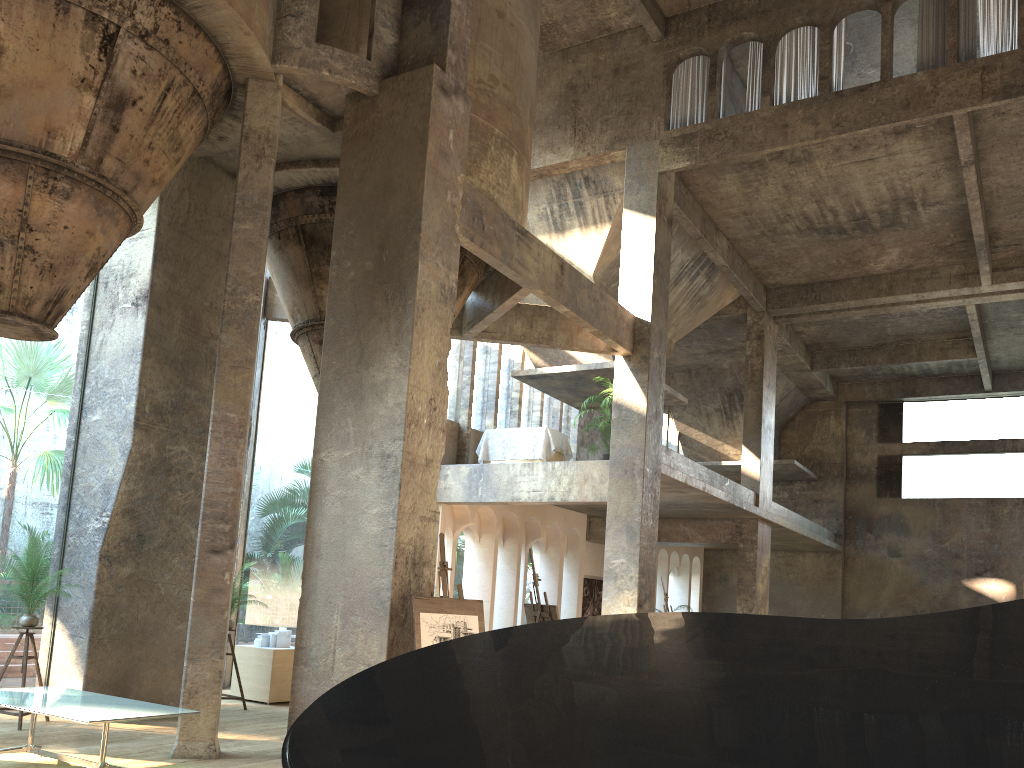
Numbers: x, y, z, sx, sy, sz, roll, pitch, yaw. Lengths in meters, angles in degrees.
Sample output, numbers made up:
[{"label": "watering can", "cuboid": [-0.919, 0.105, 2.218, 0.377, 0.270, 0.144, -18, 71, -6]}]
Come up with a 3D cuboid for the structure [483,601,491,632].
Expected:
[{"label": "structure", "cuboid": [-0.883, 4.644, 15.773, 0.595, 1.519, 0.756, -1, -9, 31]}]

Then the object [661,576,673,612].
[{"label": "object", "cuboid": [2.526, 4.100, 13.788, 0.685, 2.107, 0.713, 0, -9, 30]}]

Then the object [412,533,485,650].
[{"label": "object", "cuboid": [-0.557, 2.342, 7.578, 0.708, 2.107, 0.690, 9, -9, -32]}]

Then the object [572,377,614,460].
[{"label": "object", "cuboid": [1.890, 0.648, 15.865, 1.406, 1.775, 1.379, -3, -12, 37]}]

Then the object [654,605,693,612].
[{"label": "object", "cuboid": [4.223, 6.935, 24.145, 1.406, 1.779, 1.379, -3, -12, 37]}]

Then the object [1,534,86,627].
[{"label": "object", "cuboid": [-4.791, 2.019, 8.979, 0.869, 0.922, 0.693, 12, -12, -37]}]

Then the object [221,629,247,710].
[{"label": "object", "cuboid": [-3.668, 3.580, 11.097, 0.662, 0.954, 0.578, 8, -9, -22]}]

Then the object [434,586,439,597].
[{"label": "object", "cuboid": [-1.631, 3.928, 15.769, 0.687, 0.922, 0.877, 0, -11, 22]}]

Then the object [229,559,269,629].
[{"label": "object", "cuboid": [-3.513, 2.624, 11.057, 0.861, 0.922, 0.700, -3, -12, 34]}]

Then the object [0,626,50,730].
[{"label": "object", "cuboid": [-4.889, 2.954, 8.922, 0.658, 0.954, 0.582, 0, -10, 25]}]

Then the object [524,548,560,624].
[{"label": "object", "cuboid": [0.321, 2.815, 9.237, 0.689, 2.107, 0.709, 8, -8, -26]}]

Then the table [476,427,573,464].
[{"label": "table", "cuboid": [0.231, 1.303, 16.889, 1.753, 0.786, 1.137, -4, -14, 31]}]

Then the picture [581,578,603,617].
[{"label": "picture", "cuboid": [2.105, 5.965, 22.884, 0.069, 1.738, 1.531, 0, -11, 31]}]

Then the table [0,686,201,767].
[{"label": "table", "cuboid": [-3.441, 2.728, 6.783, 1.875, 0.536, 0.959, -4, -15, 31]}]

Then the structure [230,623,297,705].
[{"label": "structure", "cuboid": [-3.270, 3.817, 12.030, 0.736, 0.996, 0.757, -2, -11, 31]}]
